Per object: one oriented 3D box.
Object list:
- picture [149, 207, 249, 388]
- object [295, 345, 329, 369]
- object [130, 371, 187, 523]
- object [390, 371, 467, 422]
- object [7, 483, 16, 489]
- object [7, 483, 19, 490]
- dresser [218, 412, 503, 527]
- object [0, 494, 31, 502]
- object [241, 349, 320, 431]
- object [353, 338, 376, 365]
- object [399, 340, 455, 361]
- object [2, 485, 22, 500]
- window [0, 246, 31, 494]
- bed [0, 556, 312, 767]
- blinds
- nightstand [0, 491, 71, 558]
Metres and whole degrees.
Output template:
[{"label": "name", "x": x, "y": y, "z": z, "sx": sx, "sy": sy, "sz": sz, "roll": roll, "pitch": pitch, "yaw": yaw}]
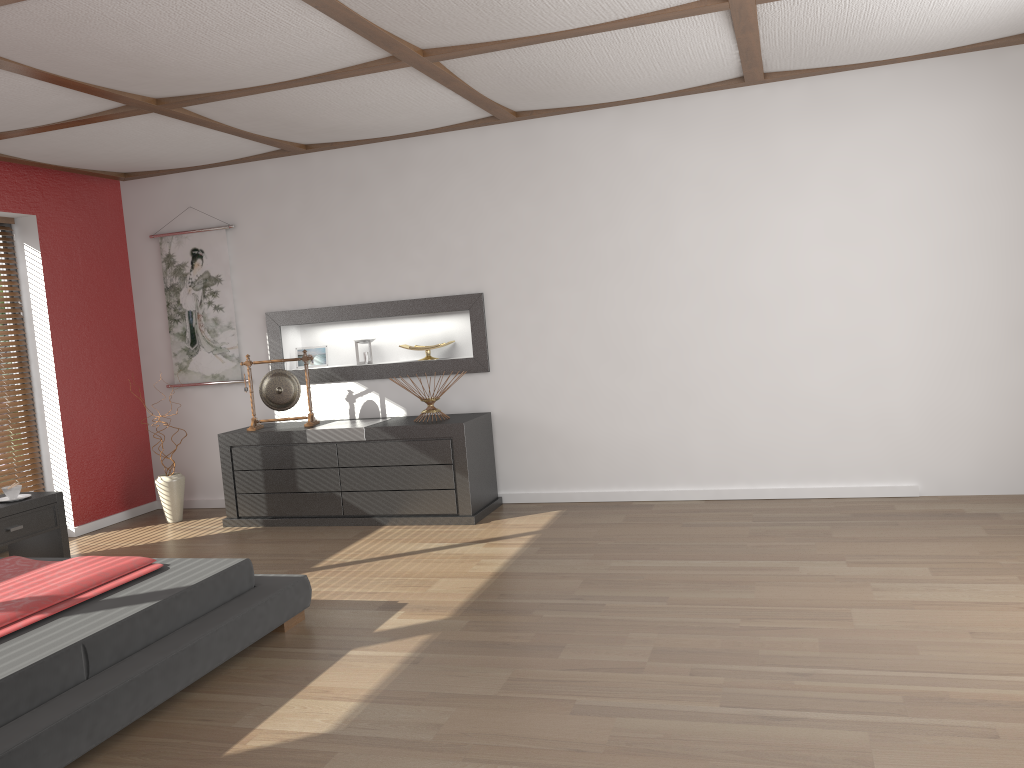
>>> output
[{"label": "picture", "x": -2.224, "y": -0.619, "z": 6.296, "sx": 0.701, "sy": 1.270, "sz": 0.028, "roll": -3, "pitch": 5, "yaw": 18}, {"label": "object", "x": -1.403, "y": -0.189, "z": 6.217, "sx": 0.226, "sy": 0.146, "sz": 0.041, "roll": -5, "pitch": 4, "yaw": -3}, {"label": "object", "x": -2.372, "y": 0.432, "z": 5.980, "sx": 0.364, "sy": 1.035, "sz": 0.422, "roll": -5, "pitch": 4, "yaw": -7}, {"label": "object", "x": -0.510, "y": 0.082, "z": 5.515, "sx": 0.481, "sy": 0.282, "sz": 0.481, "roll": -6, "pitch": 5, "yaw": -16}, {"label": "object", "x": -2.775, "y": 0.565, "z": 4.918, "sx": 0.007, "sy": 0.007, "sz": 0.192, "roll": -6, "pitch": 5, "yaw": -18}, {"label": "object", "x": -2.757, "y": 0.565, "z": 4.904, "sx": 0.007, "sy": 0.007, "sz": 0.192, "roll": -6, "pitch": 4, "yaw": -13}, {"label": "dresser", "x": -0.993, "y": 0.552, "z": 5.725, "sx": 1.740, "sy": 0.608, "sz": 0.540, "roll": -3, "pitch": 5, "yaw": 18}, {"label": "object", "x": -2.765, "y": 0.636, "z": 4.917, "sx": 0.179, "sy": 0.012, "sz": 0.179, "roll": -1, "pitch": 6, "yaw": 42}, {"label": "object", "x": -1.521, "y": 0.036, "z": 5.811, "sx": 0.490, "sy": 0.498, "sz": 0.173, "roll": -5, "pitch": 4, "yaw": 3}, {"label": "object", "x": -1.009, "y": -0.223, "z": 6.127, "sx": 0.159, "sy": 0.171, "sz": 0.159, "roll": -7, "pitch": 5, "yaw": -23}, {"label": "object", "x": -0.566, "y": -0.219, "z": 5.971, "sx": 0.350, "sy": 0.116, "sz": 0.181, "roll": -4, "pitch": 4, "yaw": 8}, {"label": "object", "x": -2.768, "y": 0.603, "z": 4.915, "sx": 0.099, "sy": 0.069, "sz": 0.099, "roll": -1, "pitch": 6, "yaw": 42}, {"label": "window", "x": -3.352, "y": -0.029, "z": 5.360, "sx": 0.020, "sy": 1.893, "sz": 0.889, "roll": -3, "pitch": 5, "yaw": 18}, {"label": "bed", "x": -2.378, "y": 0.895, "z": 2.960, "sx": 2.413, "sy": 0.577, "sz": 2.469, "roll": -3, "pitch": 5, "yaw": 18}, {"label": "blinds", "x": -3.861, "y": 0.193, "z": 3.487, "sx": 0.032, "sy": 1.952, "sz": 4.840, "roll": -3, "pitch": 5, "yaw": 18}, {"label": "nightstand", "x": -2.841, "y": 0.869, "z": 4.818, "sx": 0.413, "sy": 0.423, "sz": 0.700, "roll": -3, "pitch": 5, "yaw": 18}]
